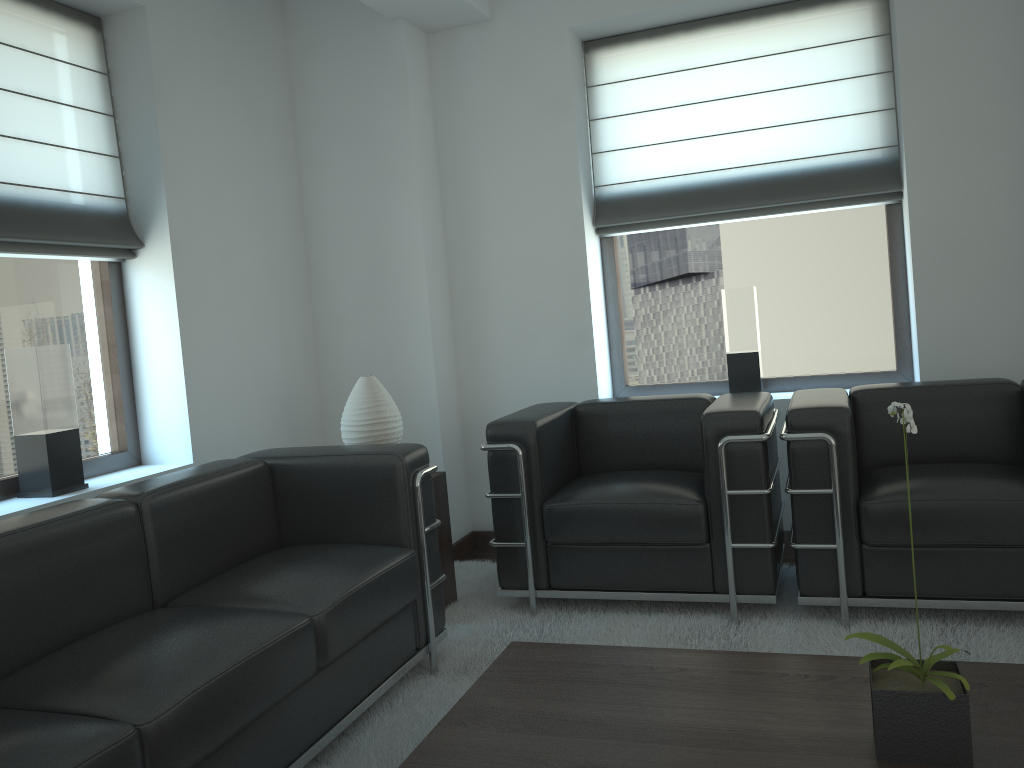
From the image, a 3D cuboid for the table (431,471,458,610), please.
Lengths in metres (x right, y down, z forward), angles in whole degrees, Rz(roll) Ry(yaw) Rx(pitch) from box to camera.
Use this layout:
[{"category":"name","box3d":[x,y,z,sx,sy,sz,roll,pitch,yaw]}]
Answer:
[{"category":"table","box3d":[-0.832,1.013,5.430,0.785,0.844,0.527,-4,3,20]}]

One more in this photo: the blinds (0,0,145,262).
[{"category":"blinds","box3d":[-2.669,-1.401,4.590,0.222,1.474,1.690,-4,4,20]}]

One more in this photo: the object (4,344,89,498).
[{"category":"object","box3d":[-2.449,0.188,4.652,0.243,0.775,0.239,-4,3,20]}]

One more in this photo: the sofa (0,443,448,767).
[{"category":"sofa","box3d":[-1.406,1.060,3.169,1.122,1.168,3.485,-4,4,20]}]

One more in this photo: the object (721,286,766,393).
[{"category":"object","box3d":[1.631,-0.290,6.258,0.243,0.775,0.239,-4,3,20]}]

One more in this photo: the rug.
[{"category":"rug","box3d":[0.332,1.484,2.867,5.164,0.110,6.268,-3,5,20]}]

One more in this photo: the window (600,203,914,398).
[{"category":"window","box3d":[1.689,-1.296,6.495,2.130,2.728,0.146,-4,3,20]}]

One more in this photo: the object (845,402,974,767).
[{"category":"object","box3d":[1.100,0.535,2.493,0.335,0.991,0.253,-4,3,20]}]

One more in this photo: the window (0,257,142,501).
[{"category":"window","box3d":[-2.767,-0.767,4.665,0.146,2.728,1.704,-4,3,20]}]

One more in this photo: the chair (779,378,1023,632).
[{"category":"chair","box3d":[2.358,0.608,4.794,1.644,1.169,1.126,-4,4,20]}]

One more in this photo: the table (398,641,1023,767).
[{"category":"table","box3d":[0.593,1.307,2.382,1.919,0.440,1.941,-4,4,20]}]

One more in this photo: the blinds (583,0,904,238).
[{"category":"blinds","box3d":[1.579,-1.903,6.310,2.121,1.474,0.223,-4,3,20]}]

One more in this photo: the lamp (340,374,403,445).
[{"category":"lamp","box3d":[-0.847,0.270,5.363,0.375,0.654,0.374,-8,4,-41]}]

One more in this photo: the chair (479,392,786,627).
[{"category":"chair","box3d":[0.780,0.703,5.373,1.644,1.169,1.126,-4,4,20]}]
